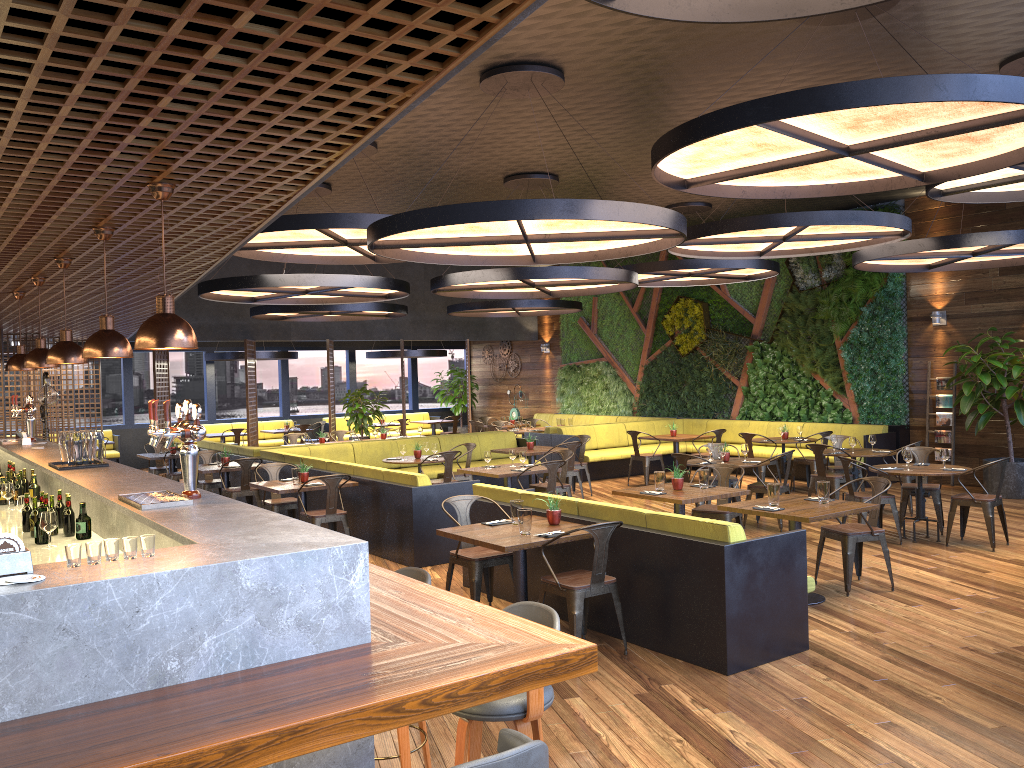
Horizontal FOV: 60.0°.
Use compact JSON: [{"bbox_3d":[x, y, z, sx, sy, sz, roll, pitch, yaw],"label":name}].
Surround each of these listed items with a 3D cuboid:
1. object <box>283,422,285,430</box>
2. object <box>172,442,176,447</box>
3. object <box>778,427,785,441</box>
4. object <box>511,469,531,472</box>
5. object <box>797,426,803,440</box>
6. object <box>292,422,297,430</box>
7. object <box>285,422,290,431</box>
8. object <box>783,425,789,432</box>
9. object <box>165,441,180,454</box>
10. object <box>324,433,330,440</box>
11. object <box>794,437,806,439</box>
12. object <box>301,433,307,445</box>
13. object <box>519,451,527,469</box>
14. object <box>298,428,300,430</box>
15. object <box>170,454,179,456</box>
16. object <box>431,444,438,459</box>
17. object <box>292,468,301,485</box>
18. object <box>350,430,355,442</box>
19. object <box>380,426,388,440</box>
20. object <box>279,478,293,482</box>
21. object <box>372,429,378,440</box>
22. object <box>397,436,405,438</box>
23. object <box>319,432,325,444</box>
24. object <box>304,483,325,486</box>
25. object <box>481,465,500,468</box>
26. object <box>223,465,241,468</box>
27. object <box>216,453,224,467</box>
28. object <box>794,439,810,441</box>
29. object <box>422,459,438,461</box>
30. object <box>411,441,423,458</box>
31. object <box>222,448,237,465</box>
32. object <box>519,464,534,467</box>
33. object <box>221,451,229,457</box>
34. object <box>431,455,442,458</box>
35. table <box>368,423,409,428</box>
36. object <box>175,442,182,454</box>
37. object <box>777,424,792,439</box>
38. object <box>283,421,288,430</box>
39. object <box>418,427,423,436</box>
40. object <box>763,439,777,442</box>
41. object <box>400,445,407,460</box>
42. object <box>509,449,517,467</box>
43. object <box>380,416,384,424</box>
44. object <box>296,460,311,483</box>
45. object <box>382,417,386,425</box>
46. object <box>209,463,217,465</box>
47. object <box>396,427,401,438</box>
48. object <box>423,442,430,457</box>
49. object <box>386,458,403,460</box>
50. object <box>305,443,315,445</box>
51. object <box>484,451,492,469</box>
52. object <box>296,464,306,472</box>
[{"bbox_3d":[-5.102,0.941,20.006,0.102,0.178,0.102,-1,1,40],"label":"object"},{"bbox_3d":[-5.453,1.019,14.268,0.102,0.178,0.102,-2,1,-20],"label":"object"},{"bbox_3d":[4.074,0.754,13.406,0.097,0.206,0.097,-1,1,45],"label":"object"},{"bbox_3d":[0.089,0.996,10.281,0.157,0.019,0.255,-2,1,-35],"label":"object"},{"bbox_3d":[4.391,0.744,13.523,0.097,0.206,0.097,-1,1,19],"label":"object"},{"bbox_3d":[-4.869,0.936,19.864,0.102,0.178,0.102,-1,1,40],"label":"object"},{"bbox_3d":[-4.980,0.942,19.668,0.102,0.178,0.102,-1,1,40],"label":"object"},{"bbox_3d":[4.266,0.743,13.827,0.097,0.206,0.097,-2,1,-15],"label":"object"},{"bbox_3d":[-5.380,0.973,14.108,0.260,0.271,0.238,-2,1,-34],"label":"object"},{"bbox_3d":[-3.156,0.934,15.119,0.097,0.206,0.097,-1,1,11],"label":"object"},{"bbox_3d":[4.436,0.833,13.780,0.255,0.019,0.157,-2,1,-33],"label":"object"},{"bbox_3d":[-3.574,0.944,15.240,0.097,0.206,0.097,-1,1,11],"label":"object"},{"bbox_3d":[0.129,0.899,10.449,0.097,0.206,0.097,-2,1,-43],"label":"object"},{"bbox_3d":[-4.767,1.011,19.998,0.157,0.019,0.255,-2,1,-36],"label":"object"},{"bbox_3d":[-5.244,1.099,13.829,0.255,0.019,0.157,-2,1,-36],"label":"object"},{"bbox_3d":[-1.044,0.913,12.009,0.097,0.206,0.097,-2,1,-10],"label":"object"},{"bbox_3d":[-2.297,0.989,9.461,0.102,0.178,0.102,-2,1,0],"label":"object"},{"bbox_3d":[-2.831,0.918,15.762,0.097,0.206,0.097,-1,1,11],"label":"object"},{"bbox_3d":[-2.325,0.866,15.967,0.238,0.271,0.260,-2,1,-14],"label":"object"},{"bbox_3d":[-2.473,1.068,9.946,0.255,0.019,0.157,-2,1,-36],"label":"object"},{"bbox_3d":[-2.413,0.907,15.642,0.097,0.206,0.097,-1,1,11],"label":"object"},{"bbox_3d":[-2.043,0.981,16.455,0.157,0.019,0.255,-2,1,-35],"label":"object"},{"bbox_3d":[-3.285,0.900,15.292,0.238,0.271,0.260,-2,1,-14],"label":"object"},{"bbox_3d":[-2.132,1.065,9.406,0.255,0.019,0.157,-2,1,-36],"label":"object"},{"bbox_3d":[-0.243,1.000,10.739,0.157,0.019,0.255,-2,1,-35],"label":"object"},{"bbox_3d":[-3.686,1.082,11.614,0.255,0.019,0.157,-2,1,-36],"label":"object"},{"bbox_3d":[-3.841,1.005,11.682,0.102,0.178,0.102,-1,1,40],"label":"object"},{"bbox_3d":[4.352,0.841,13.355,0.157,0.019,0.255,-2,1,-35],"label":"object"},{"bbox_3d":[-1.102,1.010,11.847,0.157,0.019,0.255,-2,1,-28],"label":"object"},{"bbox_3d":[-1.302,0.883,12.161,0.238,0.271,0.260,-2,1,-14],"label":"object"},{"bbox_3d":[-3.840,0.956,11.918,0.260,0.271,0.238,-2,1,-34],"label":"object"},{"bbox_3d":[0.180,0.988,10.727,0.255,0.019,0.157,-2,1,-35],"label":"object"},{"bbox_3d":[-3.895,1.002,12.054,0.102,0.178,0.102,-1,1,40],"label":"object"},{"bbox_3d":[-1.023,1.002,12.315,0.255,0.019,0.157,-2,1,-33],"label":"object"},{"bbox_3d":[-3.070,1.342,21.214,0.906,0.763,0.887,-2,1,-35],"label":"table"},{"bbox_3d":[-5.261,1.017,14.011,0.102,0.178,0.102,-2,1,-30],"label":"object"},{"bbox_3d":[4.183,0.713,13.628,0.260,0.271,0.238,-2,1,4],"label":"object"},{"bbox_3d":[-5.034,0.895,19.844,0.238,0.271,0.260,-2,1,-14],"label":"object"},{"bbox_3d":[-1.671,0.880,16.165,0.097,0.206,0.097,-1,1,11],"label":"object"},{"bbox_3d":[3.907,0.852,13.444,0.255,0.019,0.157,-2,1,-37],"label":"object"},{"bbox_3d":[-1.470,0.925,11.981,0.097,0.206,0.097,-2,1,7],"label":"object"},{"bbox_3d":[0.008,0.898,10.769,0.097,0.206,0.097,-2,1,-35],"label":"object"},{"bbox_3d":[-3.105,0.825,21.196,0.238,0.271,0.260,-2,1,-14],"label":"object"},{"bbox_3d":[-2.283,0.940,9.684,0.238,0.271,0.260,-2,1,-14],"label":"object"},{"bbox_3d":[-3.034,0.871,21.035,0.102,0.178,0.102,-1,1,40],"label":"object"},{"bbox_3d":[-4.026,1.085,12.155,0.255,0.019,0.157,-2,1,-36],"label":"object"},{"bbox_3d":[-2.088,0.891,16.285,0.097,0.206,0.097,-1,1,11],"label":"object"},{"bbox_3d":[-1.193,0.913,12.363,0.097,0.206,0.097,-2,1,3],"label":"object"},{"bbox_3d":[-1.588,1.021,12.108,0.255,0.019,0.157,-2,1,-3],"label":"object"},{"bbox_3d":[-3.528,1.035,15.410,0.157,0.019,0.255,-2,1,-35],"label":"object"},{"bbox_3d":[-0.288,0.909,10.569,0.097,0.206,0.097,-2,1,-43],"label":"object"},{"bbox_3d":[-2.342,0.986,9.845,0.102,0.178,0.102,-1,1,40],"label":"object"}]
